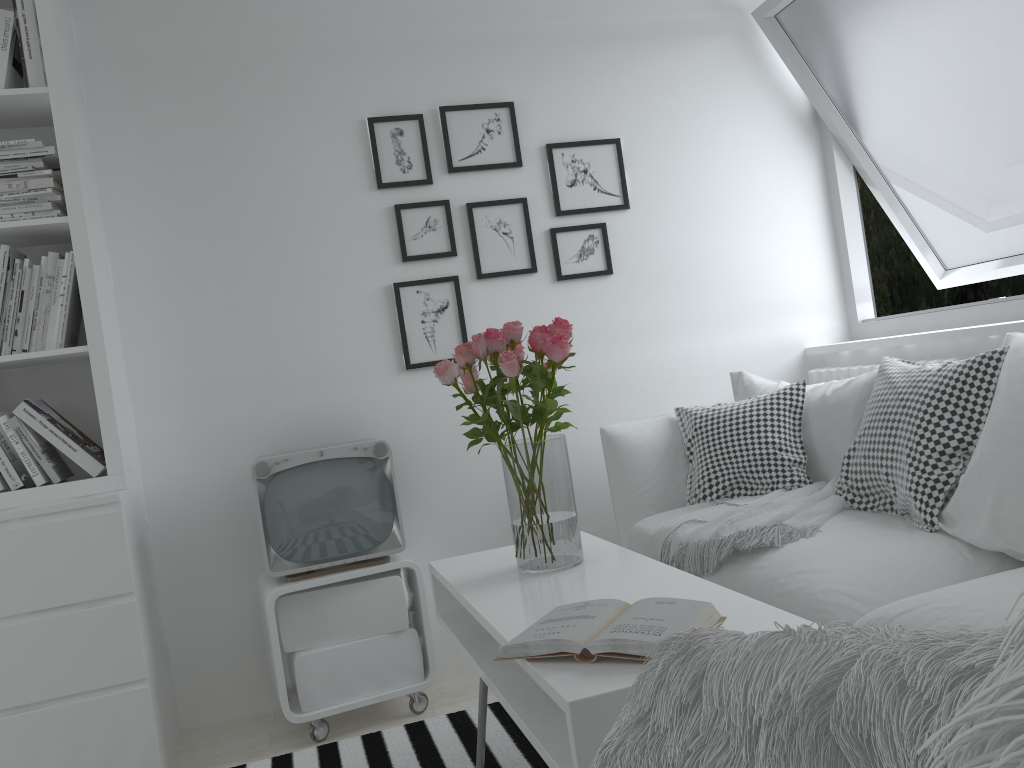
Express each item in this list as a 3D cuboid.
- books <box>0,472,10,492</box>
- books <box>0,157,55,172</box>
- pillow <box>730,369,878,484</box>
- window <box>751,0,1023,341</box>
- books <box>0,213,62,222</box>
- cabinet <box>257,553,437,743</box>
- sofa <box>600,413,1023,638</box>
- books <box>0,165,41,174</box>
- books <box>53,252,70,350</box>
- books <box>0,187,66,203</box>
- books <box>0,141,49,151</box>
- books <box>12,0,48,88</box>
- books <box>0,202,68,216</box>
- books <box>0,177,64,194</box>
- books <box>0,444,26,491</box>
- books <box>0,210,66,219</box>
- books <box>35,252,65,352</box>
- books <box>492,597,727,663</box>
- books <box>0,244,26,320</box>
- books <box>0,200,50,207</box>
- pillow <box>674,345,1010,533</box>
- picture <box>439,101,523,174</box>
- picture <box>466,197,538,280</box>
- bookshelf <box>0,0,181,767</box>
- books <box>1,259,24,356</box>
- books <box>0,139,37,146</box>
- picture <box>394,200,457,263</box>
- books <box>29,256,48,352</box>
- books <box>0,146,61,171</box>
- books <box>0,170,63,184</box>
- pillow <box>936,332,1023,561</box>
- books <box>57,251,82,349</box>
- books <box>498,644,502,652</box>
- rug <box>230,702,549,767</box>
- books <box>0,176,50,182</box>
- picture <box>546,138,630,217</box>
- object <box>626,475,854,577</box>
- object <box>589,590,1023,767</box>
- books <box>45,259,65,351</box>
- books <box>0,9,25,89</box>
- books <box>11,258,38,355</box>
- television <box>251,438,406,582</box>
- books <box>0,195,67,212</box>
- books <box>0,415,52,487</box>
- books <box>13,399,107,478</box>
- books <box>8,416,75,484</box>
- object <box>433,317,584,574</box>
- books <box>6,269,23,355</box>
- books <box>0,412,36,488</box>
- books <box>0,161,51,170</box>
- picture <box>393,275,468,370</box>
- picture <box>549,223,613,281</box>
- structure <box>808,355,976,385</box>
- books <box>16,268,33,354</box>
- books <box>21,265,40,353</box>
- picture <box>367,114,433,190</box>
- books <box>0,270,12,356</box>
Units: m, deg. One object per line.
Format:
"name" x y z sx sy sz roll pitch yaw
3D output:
"books" -1.522 0.198 2.582 0.093 0.239 0.172 -9 1 -15
"books" -1.518 -0.637 2.640 0.254 0.013 0.161 -9 1 -15
"pillow" 1.008 0.171 2.911 0.321 0.491 0.617 -9 1 -41
"window" 2.725 -1.009 5.719 4.514 8.137 12.055 -9 1 -15
"books" -1.473 -0.465 2.632 0.288 0.016 0.182 -9 1 -10
"cabinet" -0.521 0.805 2.789 0.467 0.477 0.350 -9 1 -21
"sofa" 1.091 0.424 1.950 0.917 0.768 2.647 -9 1 -15
"books" -1.518 -0.607 2.630 0.256 0.013 0.161 -9 0 -5
"books" -1.338 -0.239 2.678 0.090 0.282 0.182 -9 1 -15
"books" -1.489 -0.545 2.658 0.288 0.016 0.182 -9 0 -5
"books" -1.506 -0.677 2.632 0.285 0.012 0.159 -9 0 -5
"books" -1.421 -0.993 2.647 0.053 0.290 0.176 -9 1 -15
"books" -1.487 -0.497 2.641 0.273 0.021 0.174 -9 1 -10
"books" -1.494 -0.565 2.642 0.296 0.028 0.180 -9 1 -10
"books" -1.478 0.193 2.583 0.112 0.235 0.172 -9 1 -15
"books" -1.483 -0.479 2.646 0.288 0.016 0.182 -9 1 -15
"books" -1.382 -0.237 2.677 0.103 0.293 0.180 -9 1 -15
"books" 0.167 0.415 1.506 0.342 0.040 0.231 -8 1 27
"books" -1.500 -0.235 2.631 0.109 0.325 0.176 -9 1 -15
"books" -1.499 -0.514 2.641 0.254 0.013 0.161 -9 1 -15
"pillow" 1.090 0.158 1.958 0.676 0.513 2.488 -9 1 -13
"picture" -0.111 -0.886 3.184 0.275 0.236 0.021 -9 1 -15
"picture" -0.036 -0.525 3.195 0.225 0.274 0.018 -9 1 -15
"bookshelf" -1.958 0.042 2.449 1.595 2.416 0.440 -9 1 -15
"books" -1.475 -0.218 2.652 0.090 0.282 0.182 -9 1 -15
"books" -1.524 -0.687 2.633 0.254 0.012 0.161 -9 1 -10
"picture" -0.303 -0.540 3.124 0.196 0.202 0.018 -9 1 -15
"books" -1.405 -0.228 2.672 0.090 0.282 0.182 -9 1 -15
"books" -1.508 -0.657 2.642 0.331 0.025 0.176 -9 1 -10
"books" -1.496 -0.598 2.642 0.285 0.012 0.159 -9 1 -10
"pillow" 1.225 0.135 1.989 0.391 0.505 0.599 -9 1 -15
"books" -1.318 -0.242 2.666 0.090 0.282 0.182 -9 1 -15
"books" 0.089 0.573 2.087 0.191 0.014 0.259 -8 1 12
"rug" -0.553 1.061 1.622 4.362 0.004 1.846 -9 1 -15
"books" -1.504 -0.584 2.634 0.254 0.012 0.161 -9 1 -20
"picture" 0.283 -0.767 3.286 0.290 0.266 0.019 -9 1 -15
"object" 0.804 0.447 2.596 0.831 0.291 0.670 -9 1 -16
"object" 0.127 0.386 0.588 0.784 0.789 0.954 -9 1 -34
"books" -1.359 -0.228 2.678 0.091 0.269 0.174 -9 1 -15
"books" -1.494 -0.958 2.636 0.105 0.242 0.174 -9 1 -15
"books" -1.444 -0.220 2.644 0.085 0.278 0.159 -9 1 -15
"television" -0.571 0.382 2.752 0.414 0.374 0.273 -9 1 -15
"books" -1.498 -0.528 2.657 0.288 0.016 0.182 -9 1 -20
"books" -1.419 0.193 2.605 0.101 0.218 0.161 -9 1 -15
"books" -1.319 0.160 2.631 0.226 0.255 0.176 -9 1 -15
"books" -1.381 0.191 2.610 0.118 0.213 0.161 -9 1 -15
"object" 0.025 0.147 2.132 0.327 0.599 0.350 -8 0 5
"books" -1.456 -0.204 2.632 0.078 0.249 0.161 -9 1 -15
"books" -1.447 0.191 2.593 0.104 0.232 0.152 -9 1 -15
"books" -1.518 -0.622 2.641 0.263 0.017 0.167 -9 1 -15
"picture" -0.281 -0.216 3.119 0.232 0.306 0.019 -9 1 -15
"picture" 0.257 -0.488 3.271 0.218 0.194 0.017 -9 1 -15
"structure" 1.473 0.234 2.632 0.206 0.660 1.655 -9 1 -15
"books" -1.432 -0.207 2.641 0.077 0.248 0.161 -9 1 -15
"books" -1.419 -0.214 2.653 0.085 0.258 0.167 -9 1 -15
"picture" -0.392 -0.815 3.109 0.196 0.248 0.018 -9 1 -15
"books" -1.486 -0.199 2.633 0.078 0.248 0.161 -9 1 -15
